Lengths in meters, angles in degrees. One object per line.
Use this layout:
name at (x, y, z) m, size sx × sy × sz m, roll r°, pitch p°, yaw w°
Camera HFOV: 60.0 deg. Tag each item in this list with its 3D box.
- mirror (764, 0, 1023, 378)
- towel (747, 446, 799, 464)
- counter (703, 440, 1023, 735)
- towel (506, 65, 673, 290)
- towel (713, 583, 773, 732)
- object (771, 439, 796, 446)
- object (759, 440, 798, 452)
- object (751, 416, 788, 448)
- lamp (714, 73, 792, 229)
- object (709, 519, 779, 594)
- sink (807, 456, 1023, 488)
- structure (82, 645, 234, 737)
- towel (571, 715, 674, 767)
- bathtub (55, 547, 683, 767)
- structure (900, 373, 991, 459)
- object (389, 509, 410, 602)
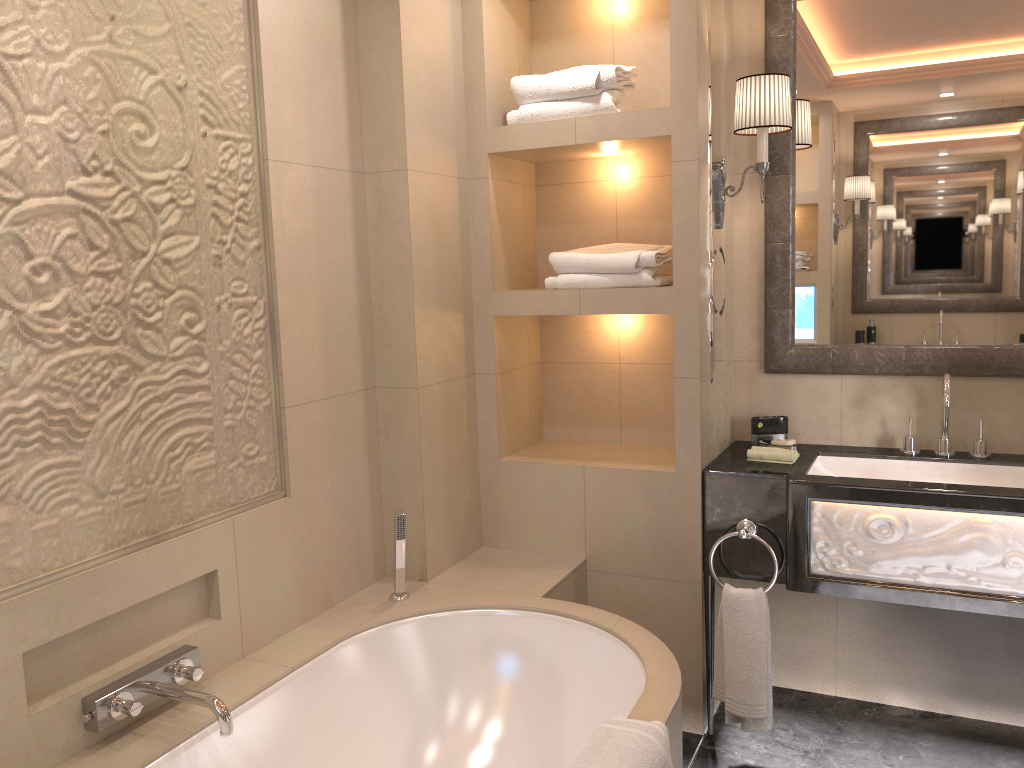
mirror at (1.353, -0.678, 2.717) m, size 1.130 × 1.320 × 0.040 m, roll 1°, pitch 8°, yaw 25°
towel at (0.821, 0.220, 2.800) m, size 0.149 × 0.039 × 0.096 m, roll 3°, pitch 8°, yaw 32°
counter at (1.287, 0.673, 2.659) m, size 1.330 × 0.858 × 0.543 m, roll 1°, pitch 8°, yaw 25°
towel at (-0.367, -0.485, 1.564) m, size 0.517 × 0.726 × 3.195 m, roll 1°, pitch 8°, yaw 26°
towel at (0.691, 0.821, 2.643) m, size 0.173 × 0.455 × 0.116 m, roll -1°, pitch 7°, yaw 7°
object at (0.879, 0.189, 2.875) m, size 0.051 × 0.022 × 0.077 m, roll -9°, pitch 10°, yaw -44°
object at (0.868, 0.209, 2.892) m, size 0.133 × 0.035 × 0.080 m, roll 5°, pitch 10°, yaw 43°
object at (0.868, 0.162, 2.986) m, size 0.124 × 0.104 × 0.038 m, roll -2°, pitch 7°, yaw 0°
lamp at (0.748, -0.709, 2.736) m, size 0.223 × 0.444 × 0.174 m, roll 1°, pitch 8°, yaw 25°
object at (0.690, 0.519, 2.632) m, size 0.203 × 0.226 × 0.074 m, roll 1°, pitch 8°, yaw 25°
sink at (1.265, 0.330, 2.594) m, size 0.760 × 0.135 × 0.349 m, roll 1°, pitch 8°, yaw 25°
structure at (-0.696, 0.669, 1.864) m, size 0.259 × 0.097 × 0.290 m, roll 1°, pitch 8°, yaw 25°
towel at (0.170, 0.914, 1.686) m, size 0.453 × 0.463 × 0.374 m, roll 2°, pitch 8°, yaw 27°
bathtub at (-0.320, 1.006, 1.737) m, size 1.060 × 0.540 × 2.662 m, roll 1°, pitch 8°, yaw 25°
structure at (1.324, 0.093, 2.752) m, size 0.242 × 0.268 × 0.223 m, roll -6°, pitch 8°, yaw -29°
object at (-0.325, 0.491, 2.551) m, size 0.059 × 0.280 × 0.114 m, roll -5°, pitch 8°, yaw -19°
